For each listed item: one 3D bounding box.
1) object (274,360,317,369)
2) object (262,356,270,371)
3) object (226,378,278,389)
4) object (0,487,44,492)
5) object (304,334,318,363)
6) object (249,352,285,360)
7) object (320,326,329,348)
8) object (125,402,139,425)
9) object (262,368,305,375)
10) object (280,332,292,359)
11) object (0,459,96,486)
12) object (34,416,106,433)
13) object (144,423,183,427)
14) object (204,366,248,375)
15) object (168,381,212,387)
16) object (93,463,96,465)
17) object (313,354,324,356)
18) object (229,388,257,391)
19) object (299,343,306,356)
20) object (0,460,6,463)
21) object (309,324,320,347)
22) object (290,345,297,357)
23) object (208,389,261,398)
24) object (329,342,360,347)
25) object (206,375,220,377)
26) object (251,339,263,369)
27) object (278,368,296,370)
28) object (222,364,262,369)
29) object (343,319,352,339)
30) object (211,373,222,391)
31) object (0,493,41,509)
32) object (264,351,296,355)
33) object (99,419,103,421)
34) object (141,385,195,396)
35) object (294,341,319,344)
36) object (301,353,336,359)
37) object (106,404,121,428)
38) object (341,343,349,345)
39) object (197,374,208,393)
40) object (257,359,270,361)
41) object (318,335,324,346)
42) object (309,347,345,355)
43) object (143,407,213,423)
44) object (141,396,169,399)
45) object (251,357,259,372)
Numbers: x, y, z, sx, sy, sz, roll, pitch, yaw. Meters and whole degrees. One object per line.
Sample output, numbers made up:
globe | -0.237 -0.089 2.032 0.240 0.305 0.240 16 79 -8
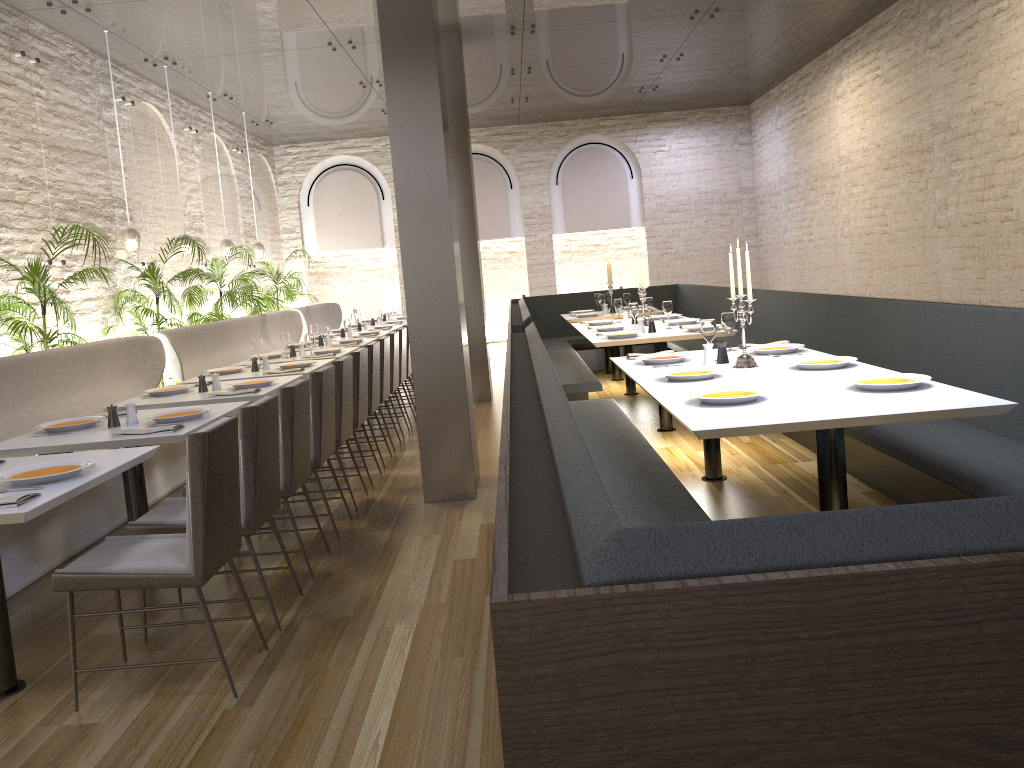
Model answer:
object | -1.644 -0.143 6.746 0.321 0.036 0.323 0 9 35
object | -1.870 -0.160 6.724 0.059 0.109 0.059 -4 5 9
object | -1.643 0.000 5.617 0.322 0.036 0.322 -8 8 -21
object | -1.646 0.348 2.941 0.181 0.015 0.038 -5 7 2
object | -1.589 -0.279 6.999 0.086 0.230 0.086 0 7 42
object | -2.180 -0.245 7.911 0.322 0.036 0.322 -7 8 -17
object | -1.723 -0.418 8.183 0.086 0.230 0.086 -4 5 7
object | -1.868 0.141 4.348 0.059 0.109 0.059 -6 5 -8
object | -1.645 -0.090 6.388 0.273 0.033 0.143 -5 7 0
object | -1.976 -0.340 7.733 0.087 0.230 0.086 -9 7 -41
object | -1.642 0.317 3.123 0.322 0.036 0.322 -8 8 -21
object | -2.178 0.204 4.375 0.322 0.036 0.322 -8 8 -21
object | -1.647 0.190 4.188 0.181 0.015 0.038 -5 7 2
object | -2.179 -0.098 6.751 0.321 0.036 0.323 0 9 35
object | -2.161 0.008 5.963 0.273 0.033 0.143 -5 7 0
object | -1.646 0.305 3.301 0.185 0.010 0.017 -5 7 0
object | -1.649 -0.259 7.723 0.181 0.015 0.038 -5 7 2
object | -1.648 0.032 5.435 0.181 0.015 0.038 -5 7 2
object | -1.870 -0.307 7.883 0.059 0.109 0.059 -6 5 -8
object | -2.159 0.324 3.470 0.273 0.033 0.143 -5 7 0
object | -1.977 -0.483 8.865 0.086 0.230 0.086 0 7 42
object | -1.940 -0.296 7.838 0.059 0.109 0.059 -6 5 -8
object | -1.644 0.053 5.259 0.273 0.033 0.143 -5 7 0
object | -1.646 -0.384 8.705 0.273 0.033 0.143 -5 7 0
object | -2.183 -0.064 6.569 0.185 0.010 0.017 -5 7 0
object | -1.976 -0.234 6.897 0.086 0.230 0.086 0 7 42
object | -1.648 -0.112 6.564 0.181 0.015 0.038 -5 7 2
object | -2.161 -0.136 7.092 0.273 0.033 0.143 -5 7 0
object | -1.723 -0.562 9.315 0.086 0.230 0.086 0 7 42
object | -1.869 -0.017 5.595 0.059 0.109 0.059 -6 5 -8
object | -1.643 0.369 2.766 0.273 0.033 0.143 -5 7 0
object | -2.162 -0.283 8.252 0.273 0.033 0.143 -5 7 0
object | -2.182 0.189 4.553 0.181 0.015 0.038 -5 7 2
object | -2.179 0.046 5.622 0.322 0.036 0.322 -8 8 -21
object | -2.163 -0.430 9.409 0.273 0.033 0.143 -5 7 0
object | -1.645 -0.237 7.547 0.273 0.033 0.143 -5 7 0
object | -1.938 0.153 4.303 0.059 0.109 0.059 -6 5 -8
object | -1.649 -0.406 8.881 0.181 0.015 0.038 -5 7 2
object | -1.939 -0.005 5.550 0.059 0.109 0.059 -6 5 -8
object | -2.184 -0.211 7.728 0.185 0.010 0.017 -5 7 0
object | -1.941 -0.443 8.995 0.059 0.109 0.059 -6 5 -8
object | -1.645 -0.290 7.905 0.322 0.036 0.322 -7 8 -17
object | -1.643 0.159 4.370 0.322 0.036 0.322 -8 8 -21
object | -2.182 0.079 5.440 0.185 0.010 0.017 -5 7 0
object | -1.940 -0.149 6.678 0.059 0.109 0.059 -4 5 9
